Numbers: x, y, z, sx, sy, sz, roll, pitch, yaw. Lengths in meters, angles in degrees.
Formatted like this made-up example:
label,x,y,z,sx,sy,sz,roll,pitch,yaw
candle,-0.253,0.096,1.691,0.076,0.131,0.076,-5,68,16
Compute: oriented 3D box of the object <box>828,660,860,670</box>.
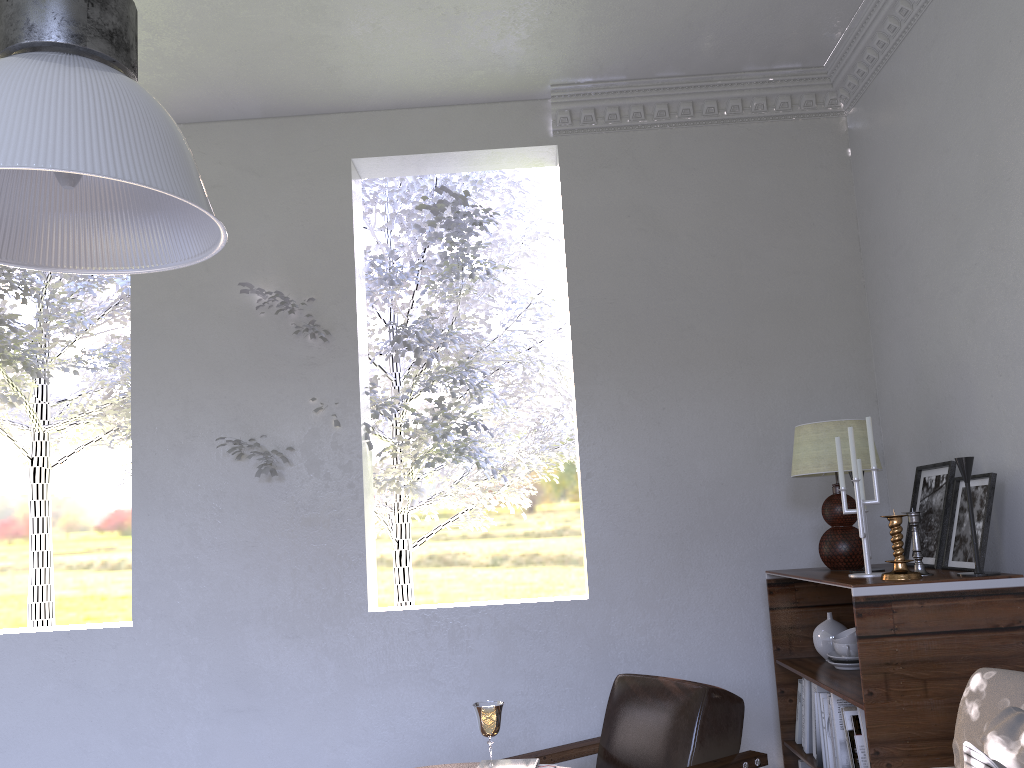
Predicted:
label,x,y,z,sx,sy,sz,roll,pitch,yaw
object,0.987,0.818,2.588,0.121,0.021,0.121,4,-12,-39

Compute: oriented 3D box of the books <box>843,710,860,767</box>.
label,x,y,z,sx,sy,sz,roll,pitch,yaw
books,0.917,0.925,2.222,0.131,0.201,0.065,-4,-7,1

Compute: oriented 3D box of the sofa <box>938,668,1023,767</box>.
label,x,y,z,sx,sy,sz,roll,pitch,yaw
sofa,0.717,0.754,0.882,0.765,0.678,1.876,-4,-9,1

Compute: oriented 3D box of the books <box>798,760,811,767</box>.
label,x,y,z,sx,sy,sz,roll,pitch,yaw
books,0.978,1.276,2.762,0.149,0.201,0.027,-4,-7,1

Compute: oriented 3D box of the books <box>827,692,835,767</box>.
label,x,y,z,sx,sy,sz,roll,pitch,yaw
books,0.934,0.948,2.411,0.129,0.210,0.020,-4,-7,6

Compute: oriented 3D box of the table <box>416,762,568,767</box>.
label,x,y,z,sx,sy,sz,roll,pitch,yaw
table,-0.037,1.057,1.689,0.738,0.429,0.955,2,-10,-29

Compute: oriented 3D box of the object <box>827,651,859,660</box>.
label,x,y,z,sx,sy,sz,roll,pitch,yaw
object,0.986,0.800,2.594,0.121,0.024,0.122,-4,-10,5

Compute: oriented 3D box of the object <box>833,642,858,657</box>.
label,x,y,z,sx,sy,sz,roll,pitch,yaw
object,0.984,0.779,2.595,0.082,0.049,0.079,1,-10,-26

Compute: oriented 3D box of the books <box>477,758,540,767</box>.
label,x,y,z,sx,sy,sz,roll,pitch,yaw
books,-0.018,0.856,1.943,0.136,0.011,0.216,-5,-10,7

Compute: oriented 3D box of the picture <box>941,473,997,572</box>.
label,x,y,z,sx,sy,sz,roll,pitch,yaw
picture,1.201,0.367,2.333,0.080,0.250,0.203,-4,-8,1

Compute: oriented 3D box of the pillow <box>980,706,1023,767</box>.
label,x,y,z,sx,sy,sz,roll,pitch,yaw
pillow,0.798,0.663,1.272,0.151,0.311,0.493,-4,-9,1

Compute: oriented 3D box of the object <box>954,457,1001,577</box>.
label,x,y,z,sx,sy,sz,roll,pitch,yaw
object,1.121,0.323,2.161,0.095,0.287,0.095,-7,-8,23

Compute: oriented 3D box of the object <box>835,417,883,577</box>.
label,x,y,z,sx,sy,sz,roll,pitch,yaw
object,0.935,0.302,2.377,0.101,0.421,0.101,-1,-8,-16

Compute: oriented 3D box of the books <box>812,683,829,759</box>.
label,x,y,z,sx,sy,sz,roll,pitch,yaw
books,0.950,0.953,2.525,0.174,0.241,0.105,-4,-8,1

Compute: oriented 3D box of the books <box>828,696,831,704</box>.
label,x,y,z,sx,sy,sz,roll,pitch,yaw
books,0.933,0.948,2.394,0.131,0.205,0.011,-4,-7,6

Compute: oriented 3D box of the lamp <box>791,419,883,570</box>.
label,x,y,z,sx,sy,sz,roll,pitch,yaw
lamp,1.002,0.343,2.720,0.268,0.444,0.268,0,-9,-24

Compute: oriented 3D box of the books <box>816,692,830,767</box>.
label,x,y,z,sx,sy,sz,roll,pitch,yaw
books,0.920,0.958,2.454,0.131,0.205,0.011,-4,-7,6

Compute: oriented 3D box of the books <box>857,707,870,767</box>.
label,x,y,z,sx,sy,sz,roll,pitch,yaw
books,0.926,0.898,2.152,0.126,0.232,0.078,-4,-8,1

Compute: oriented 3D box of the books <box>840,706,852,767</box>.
label,x,y,z,sx,sy,sz,roll,pitch,yaw
books,0.927,0.932,2.270,0.131,0.201,0.065,-4,-7,1

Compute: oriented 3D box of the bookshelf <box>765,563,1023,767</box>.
label,x,y,z,sx,sy,sz,roll,pitch,yaw
bookshelf,1.033,0.920,2.424,0.400,0.796,0.805,-4,-8,1

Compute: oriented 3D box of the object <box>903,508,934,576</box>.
label,x,y,z,sx,sy,sz,roll,pitch,yaw
object,1.029,0.401,2.255,0.062,0.171,0.062,0,-8,-22

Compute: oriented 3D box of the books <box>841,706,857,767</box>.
label,x,y,z,sx,sy,sz,roll,pitch,yaw
books,0.918,0.924,2.240,0.129,0.208,0.074,-4,-8,1

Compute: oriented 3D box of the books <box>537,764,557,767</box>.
label,x,y,z,sx,sy,sz,roll,pitch,yaw
books,-0.008,0.869,1.938,0.147,0.017,0.232,-7,-10,22

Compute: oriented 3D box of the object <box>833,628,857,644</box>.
label,x,y,z,sx,sy,sz,roll,pitch,yaw
object,0.982,0.751,2.598,0.078,0.067,0.083,-6,-9,16

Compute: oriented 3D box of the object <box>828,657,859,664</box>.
label,x,y,z,sx,sy,sz,roll,pitch,yaw
object,0.987,0.809,2.589,0.121,0.021,0.121,4,-12,-39

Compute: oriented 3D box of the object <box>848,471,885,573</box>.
label,x,y,z,sx,sy,sz,roll,pitch,yaw
object,1.002,0.395,2.539,0.095,0.287,0.095,-7,-8,23

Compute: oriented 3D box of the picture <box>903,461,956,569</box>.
label,x,y,z,sx,sy,sz,roll,pitch,yaw
picture,1.212,0.384,2.580,0.095,0.299,0.233,-4,-8,1

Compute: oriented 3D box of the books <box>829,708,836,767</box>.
label,x,y,z,sx,sy,sz,roll,pitch,yaw
books,0.914,0.955,2.361,0.115,0.181,0.009,-4,-7,6

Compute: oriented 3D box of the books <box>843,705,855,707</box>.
label,x,y,z,sx,sy,sz,roll,pitch,yaw
books,0.939,0.933,2.281,0.131,0.201,0.065,-4,-7,1

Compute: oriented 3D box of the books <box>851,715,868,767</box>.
label,x,y,z,sx,sy,sz,roll,pitch,yaw
books,0.916,0.916,2.170,0.131,0.201,0.065,-4,-7,1

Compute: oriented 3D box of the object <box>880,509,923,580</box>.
label,x,y,z,sx,sy,sz,roll,pitch,yaw
object,0.956,0.395,2.196,0.096,0.171,0.096,-6,-8,20

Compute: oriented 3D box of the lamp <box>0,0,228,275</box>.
label,x,y,z,sx,sy,sz,roll,pitch,yaw
lamp,-0.537,-0.467,1.075,0.355,0.580,0.357,-8,-9,28

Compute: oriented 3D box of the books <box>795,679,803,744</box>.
label,x,y,z,sx,sy,sz,roll,pitch,yaw
books,0.954,1.001,2.714,0.161,0.208,0.128,-4,-8,1

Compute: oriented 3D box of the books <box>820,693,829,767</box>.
label,x,y,z,sx,sy,sz,roll,pitch,yaw
books,0.926,0.956,2.442,0.131,0.205,0.011,-4,-7,6

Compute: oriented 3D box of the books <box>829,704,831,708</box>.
label,x,y,z,sx,sy,sz,roll,pitch,yaw
books,0.921,0.953,2.371,0.120,0.187,0.013,-4,-7,6

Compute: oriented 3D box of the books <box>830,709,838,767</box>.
label,x,y,z,sx,sy,sz,roll,pitch,yaw
books,0.910,0.952,2.344,0.115,0.182,0.009,-4,-7,6

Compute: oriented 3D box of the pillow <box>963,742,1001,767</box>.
label,x,y,z,sx,sy,sz,roll,pitch,yaw
pillow,0.715,0.694,1.290,0.129,0.268,0.312,-4,-9,5

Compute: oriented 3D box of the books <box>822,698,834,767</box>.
label,x,y,z,sx,sy,sz,roll,pitch,yaw
books,0.925,0.959,2.428,0.124,0.194,0.015,-4,-7,6

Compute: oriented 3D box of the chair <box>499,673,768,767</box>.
label,x,y,z,sx,sy,sz,roll,pitch,yaw
chair,0.261,1.094,2.357,0.705,0.551,0.498,2,-10,-34

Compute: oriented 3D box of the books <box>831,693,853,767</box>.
label,x,y,z,sx,sy,sz,roll,pitch,yaw
books,0.912,0.922,2.325,0.126,0.235,0.018,-4,-7,6

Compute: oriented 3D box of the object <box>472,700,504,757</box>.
label,x,y,z,sx,sy,sz,roll,pitch,yaw
object,-0.053,0.838,2.114,0.076,0.148,0.076,-3,-8,-3

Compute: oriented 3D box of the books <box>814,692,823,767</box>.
label,x,y,z,sx,sy,sz,roll,pitch,yaw
books,0.906,0.965,2.481,0.120,0.206,0.027,-3,-7,-4

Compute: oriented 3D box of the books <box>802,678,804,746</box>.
label,x,y,z,sx,sy,sz,roll,pitch,yaw
books,0.958,0.989,2.673,0.161,0.217,0.101,-4,-8,1

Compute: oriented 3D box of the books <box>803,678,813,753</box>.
label,x,y,z,sx,sy,sz,roll,pitch,yaw
books,0.949,0.971,2.613,0.172,0.234,0.113,-4,-8,1

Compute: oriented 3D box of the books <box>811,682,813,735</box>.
label,x,y,z,sx,sy,sz,roll,pitch,yaw
books,0.958,0.960,2.567,0.172,0.238,0.093,-4,-8,1

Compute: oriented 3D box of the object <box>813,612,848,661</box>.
label,x,y,z,sx,sy,sz,roll,pitch,yaw
object,0.990,0.782,2.741,0.111,0.146,0.123,-3,-8,-2

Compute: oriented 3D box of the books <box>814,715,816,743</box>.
label,x,y,z,sx,sy,sz,roll,pitch,yaw
books,0.909,0.977,2.490,0.120,0.184,0.025,-3,-7,-4

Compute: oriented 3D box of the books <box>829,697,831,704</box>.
label,x,y,z,sx,sy,sz,roll,pitch,yaw
books,0.932,0.946,2.383,0.131,0.205,0.011,-4,-7,6
